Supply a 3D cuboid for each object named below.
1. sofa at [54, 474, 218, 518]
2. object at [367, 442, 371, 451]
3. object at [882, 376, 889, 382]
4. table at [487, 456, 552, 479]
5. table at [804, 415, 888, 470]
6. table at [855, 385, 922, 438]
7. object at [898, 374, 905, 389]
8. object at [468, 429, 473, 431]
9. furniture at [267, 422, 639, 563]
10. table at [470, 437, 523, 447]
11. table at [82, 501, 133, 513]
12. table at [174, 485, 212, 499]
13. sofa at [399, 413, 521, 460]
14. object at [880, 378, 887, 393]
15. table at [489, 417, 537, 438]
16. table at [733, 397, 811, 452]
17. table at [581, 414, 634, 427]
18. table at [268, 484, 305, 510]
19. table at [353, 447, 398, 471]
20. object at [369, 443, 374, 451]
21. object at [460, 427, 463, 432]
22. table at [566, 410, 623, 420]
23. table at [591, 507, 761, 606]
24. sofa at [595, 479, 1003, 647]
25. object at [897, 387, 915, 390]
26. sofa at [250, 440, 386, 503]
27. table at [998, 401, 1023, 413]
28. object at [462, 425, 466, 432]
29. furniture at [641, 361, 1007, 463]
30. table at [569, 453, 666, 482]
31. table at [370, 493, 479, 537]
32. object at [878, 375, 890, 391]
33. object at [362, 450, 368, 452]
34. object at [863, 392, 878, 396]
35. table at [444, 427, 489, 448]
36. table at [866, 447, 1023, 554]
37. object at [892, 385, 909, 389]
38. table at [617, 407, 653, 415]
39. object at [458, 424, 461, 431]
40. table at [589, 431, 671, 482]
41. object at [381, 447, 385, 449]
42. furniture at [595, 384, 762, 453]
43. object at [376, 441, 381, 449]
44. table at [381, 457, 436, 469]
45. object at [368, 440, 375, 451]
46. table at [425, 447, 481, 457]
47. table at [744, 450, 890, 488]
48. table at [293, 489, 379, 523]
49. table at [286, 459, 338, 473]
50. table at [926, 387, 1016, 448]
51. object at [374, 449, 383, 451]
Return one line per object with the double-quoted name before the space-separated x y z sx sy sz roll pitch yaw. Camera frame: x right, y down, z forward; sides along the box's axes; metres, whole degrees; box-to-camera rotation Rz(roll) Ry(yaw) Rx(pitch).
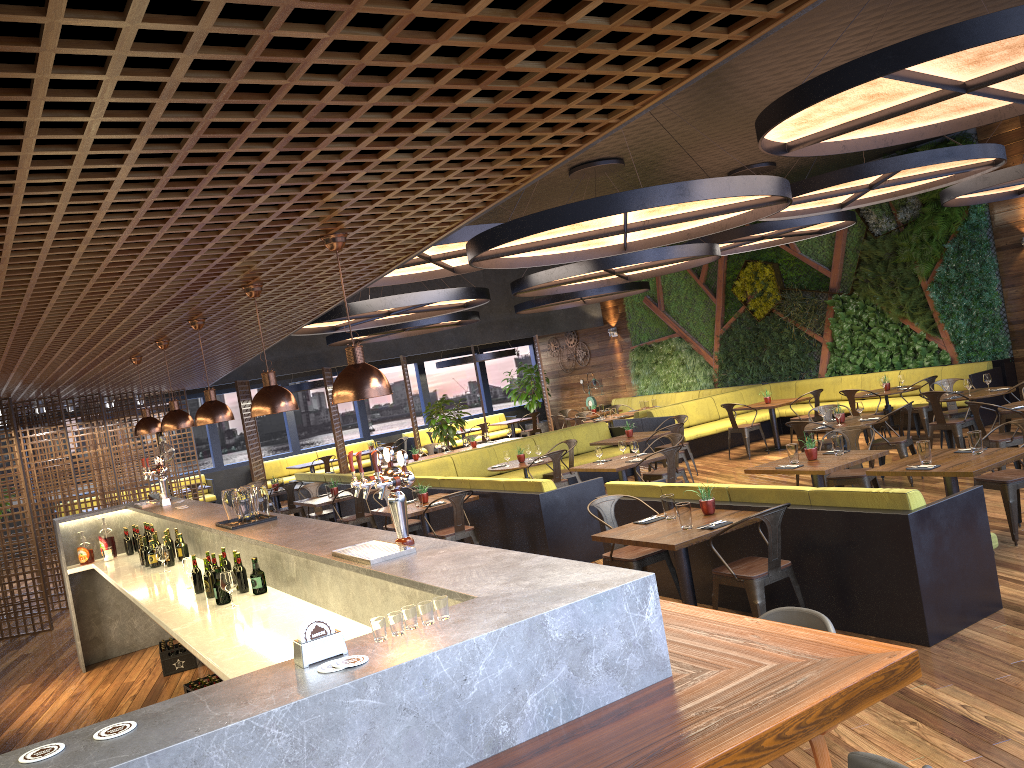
"sofa" -7.805 2.645 18.534 3.061 0.914 0.966 -10 1 -32
"object" -3.228 1.418 20.141 0.102 0.178 0.102 -9 1 44
"object" 5.677 -0.022 13.463 0.097 0.206 0.097 -10 1 -12
"table" 0.226 1.441 12.082 1.007 0.760 1.007 -10 1 5
"table" 3.934 0.826 10.405 1.007 0.760 1.007 -11 1 -45
"table" 5.646 0.477 13.264 1.007 0.760 1.007 -9 1 25
"object" 5.784 -0.035 13.154 0.097 0.206 0.097 -9 1 22
"object" -1.001 1.098 20.951 0.255 0.019 0.157 -11 1 -32
"furniture" 0.065 1.375 13.027 4.895 0.914 7.462 -11 1 -37
"table" -0.179 1.438 16.188 0.906 0.763 0.887 -10 1 -32
"table" -7.685 2.728 17.051 0.887 0.763 0.906 -10 1 -32
"table" -6.518 2.511 17.793 0.887 0.763 0.906 -10 1 -32
"sofa" -1.248 1.431 22.701 3.061 0.914 0.966 -10 1 -32
"object" 5.467 0.022 13.053 0.097 0.206 0.097 -11 1 -42
"table" 0.070 1.291 21.979 0.887 0.763 0.906 -10 1 -32
"table" 4.318 0.685 14.552 0.887 0.763 0.906 -10 1 -32
"table" 1.995 1.039 17.384 0.887 0.763 0.906 -10 1 -32
"table" -3.738 2.091 14.276 0.887 0.763 0.906 -10 1 -32
"table" -3.100 1.878 19.969 0.906 0.763 0.887 -10 1 -32
"object" -3.126 1.407 19.797 0.102 0.178 0.102 -9 1 44
"object" -1.209 1.001 21.221 0.238 0.271 0.260 -10 1 -10
"table" 1.842 1.031 19.283 0.887 0.763 0.906 -10 1 -32
"table" 1.247 1.367 6.287 0.906 0.763 0.887 -10 1 -32
"sofa" 1.998 1.151 6.800 0.966 0.914 3.061 -10 1 -32
"object" 5.751 0.069 12.989 0.157 0.019 0.255 -10 1 -32
"sofa" -4.408 2.016 20.693 3.061 0.914 0.966 -10 1 -32
"table" 5.602 0.560 9.081 1.007 0.760 1.007 -11 1 -39
"object" -1.141 1.039 21.057 0.102 0.178 0.102 -9 1 44
"furniture" 4.910 0.506 14.520 3.372 0.914 4.503 -10 1 -32
"table" 1.354 1.274 10.428 0.906 0.763 0.887 -10 1 -32
"table" -0.900 1.679 9.700 0.887 0.763 0.906 -10 1 -32
"object" 5.580 -0.037 13.269 0.260 0.271 0.238 -10 1 7
"object" -3.340 1.517 20.250 0.255 0.019 0.157 -11 1 -32
"object" 5.317 0.143 13.101 0.255 0.019 0.157 -11 1 -34
"table" -1.099 1.508 21.241 0.906 0.763 0.887 -10 1 -32
"table" 3.494 0.965 6.945 0.906 0.763 0.887 -10 1 -32
"object" 5.856 0.044 13.408 0.255 0.019 0.157 -10 1 -30
"table" 2.773 0.895 17.879 0.887 0.763 0.906 -10 1 -32
"object" -1.243 1.051 21.401 0.102 0.178 0.102 -9 1 44
"table" 1.816 1.149 12.962 0.887 0.763 0.906 -10 1 -32
"object" -2.887 1.441 20.116 0.157 0.019 0.255 -11 1 -32
"furniture" 2.480 0.858 18.453 3.378 0.916 4.755 -10 1 -32
"object" -3.006 1.383 19.987 0.102 0.178 0.102 -9 1 44
"table" -1.686 1.717 15.224 0.906 0.763 0.887 -10 1 -32
"object" -3.176 1.365 19.976 0.238 0.271 0.260 -10 1 -10
"table" -0.930 1.577 15.705 0.906 0.763 0.887 -10 1 -32
"table" 2.813 1.063 8.043 0.887 0.763 0.906 -10 1 -32
"table" -2.317 1.885 11.989 0.887 0.763 0.906 -10 1 -32
"table" -4.266 2.094 19.224 0.887 0.763 0.906 -10 1 -32
"table" 5.777 0.494 11.069 1.007 0.760 1.007 -9 1 25
"object" -2.986 1.465 19.692 0.255 0.019 0.157 -11 1 -32
